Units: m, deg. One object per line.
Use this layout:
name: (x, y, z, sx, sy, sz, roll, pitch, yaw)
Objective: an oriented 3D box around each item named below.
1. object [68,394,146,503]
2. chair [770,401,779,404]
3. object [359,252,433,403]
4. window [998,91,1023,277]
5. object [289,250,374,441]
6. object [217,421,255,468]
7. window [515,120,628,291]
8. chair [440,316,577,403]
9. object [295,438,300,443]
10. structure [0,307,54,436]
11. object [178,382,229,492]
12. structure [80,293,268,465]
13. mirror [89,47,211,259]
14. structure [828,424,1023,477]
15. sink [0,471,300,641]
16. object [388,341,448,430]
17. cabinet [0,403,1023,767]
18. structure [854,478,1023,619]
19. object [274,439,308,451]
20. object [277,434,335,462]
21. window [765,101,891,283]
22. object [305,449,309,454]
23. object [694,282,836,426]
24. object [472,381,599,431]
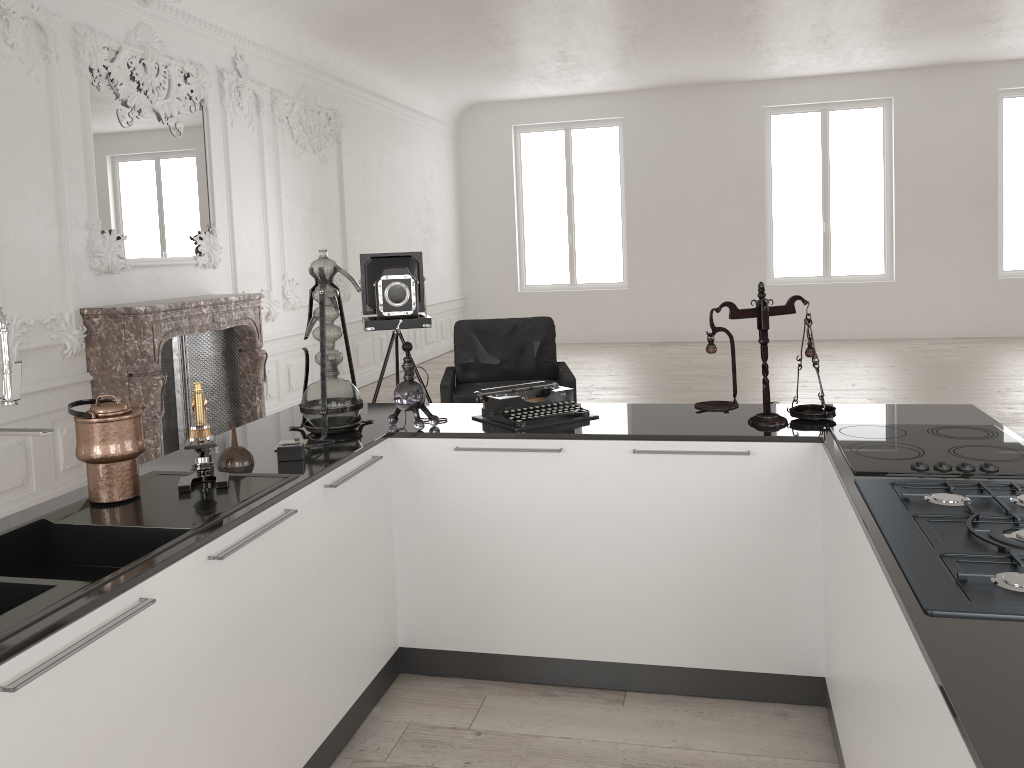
object: (-1.084, 0.166, 2.405, 0.209, 0.278, 0.187, -6, 7, -35)
chair: (0.840, 0.459, 4.184, 0.632, 0.765, 0.784, -6, 7, -31)
object: (-0.920, -0.289, 7.076, 0.712, 1.512, 0.659, -3, 5, -11)
window: (7.669, -2.798, 12.235, 1.724, 2.564, 0.071, -1, 4, 14)
object: (-0.632, -0.159, 3.188, 0.295, 0.646, 0.319, -6, 6, -33)
object: (-0.858, 0.181, 2.734, 0.111, 0.131, 0.112, 0, 6, 19)
window: (0.929, -2.775, 13.874, 1.724, 2.564, 0.071, -1, 4, 14)
chair: (-0.038, 0.000, 6.775, 0.974, 0.956, 1.096, -2, 7, -1)
object: (-0.682, 0.200, 2.811, 0.017, 0.055, 0.017, -3, 5, -6)
structure: (-1.182, 0.082, 2.011, 0.280, 0.578, 0.131, -1, 5, 14)
object: (-0.879, 0.137, 2.501, 0.132, 0.289, 0.170, -4, 6, -16)
structure: (-2.453, 0.002, 6.525, 0.659, 1.238, 1.557, -1, 7, 14)
mirror: (-2.660, -1.657, 6.580, 0.009, 1.561, 1.447, -1, 6, 14)
structure: (1.221, 0.177, 2.577, 0.506, 0.021, 0.633, 0, 9, 14)
sink: (-0.982, 0.422, 2.057, 0.485, 0.139, 1.176, 0, 9, 14)
object: (-0.364, -0.004, 3.222, 0.203, 0.310, 0.224, -1, 6, 12)
cabinet: (0.130, 0.709, 2.355, 2.705, 0.876, 2.484, 0, 8, 14)
structure: (1.034, 0.306, 1.807, 0.520, 0.014, 0.849, 0, 9, 14)
object: (-0.739, 0.205, 2.966, 0.093, 0.004, 0.142, -3, 9, -6)
object: (-0.665, 0.188, 2.921, 0.123, 0.045, 0.379, -2, 9, 3)
window: (4.629, -2.788, 12.974, 1.724, 2.564, 0.071, -1, 4, 14)
object: (-0.671, 0.219, 2.860, 0.020, 0.001, 0.061, -3, 9, -6)
object: (0.864, -0.104, 3.008, 0.513, 0.487, 0.169, -4, 5, -13)
object: (0.076, 0.071, 3.274, 0.385, 0.110, 0.318, -7, 10, -31)
